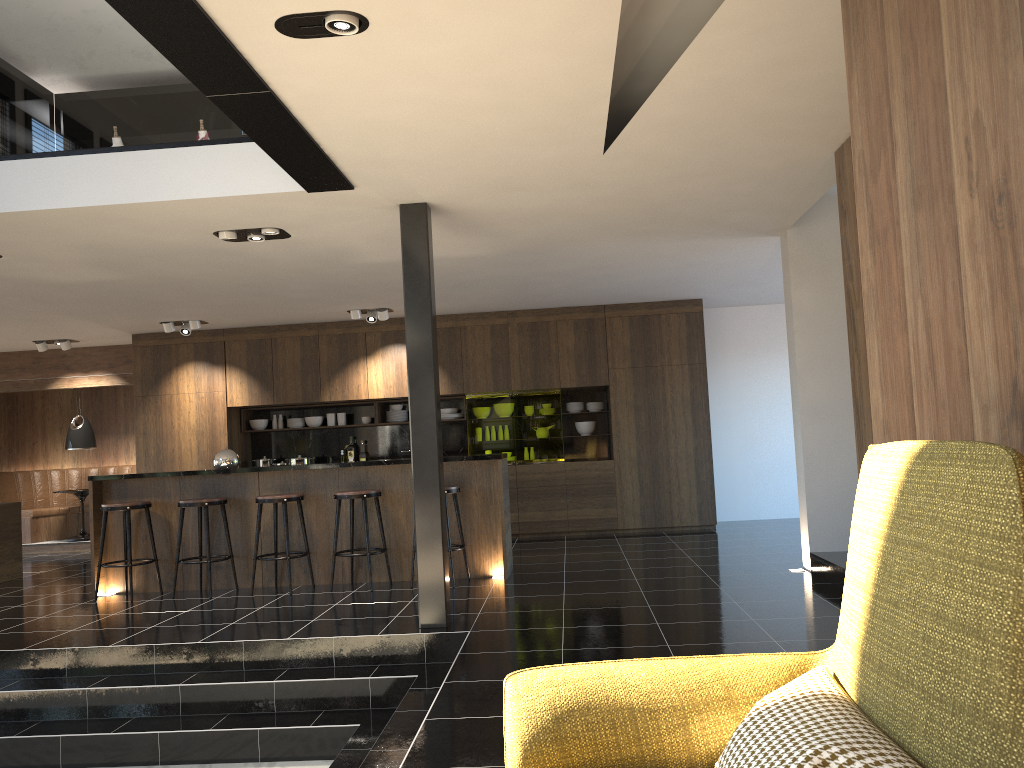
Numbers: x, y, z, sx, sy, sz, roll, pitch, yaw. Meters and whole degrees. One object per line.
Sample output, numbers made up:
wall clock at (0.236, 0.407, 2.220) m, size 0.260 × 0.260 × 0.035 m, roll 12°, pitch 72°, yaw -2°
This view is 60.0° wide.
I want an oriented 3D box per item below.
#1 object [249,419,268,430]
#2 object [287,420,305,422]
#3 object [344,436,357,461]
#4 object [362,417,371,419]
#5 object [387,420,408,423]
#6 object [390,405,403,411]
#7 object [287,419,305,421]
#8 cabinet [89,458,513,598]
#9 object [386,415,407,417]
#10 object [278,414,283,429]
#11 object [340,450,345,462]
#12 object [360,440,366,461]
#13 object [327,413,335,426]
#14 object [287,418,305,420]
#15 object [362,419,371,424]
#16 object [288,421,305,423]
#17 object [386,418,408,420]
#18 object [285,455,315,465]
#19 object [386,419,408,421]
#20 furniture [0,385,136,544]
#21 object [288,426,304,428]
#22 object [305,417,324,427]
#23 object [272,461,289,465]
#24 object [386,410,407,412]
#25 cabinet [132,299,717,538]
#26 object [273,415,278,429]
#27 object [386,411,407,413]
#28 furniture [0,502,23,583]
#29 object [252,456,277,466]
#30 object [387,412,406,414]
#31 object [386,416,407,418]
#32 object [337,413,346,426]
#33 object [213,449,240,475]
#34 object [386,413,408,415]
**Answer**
object at (-3.213, 0.526, 11.266) m, size 0.234 × 0.138 × 0.234 m, roll -3°, pitch -4°, yaw 6°
object at (-2.735, 0.482, 11.229) m, size 0.220 × 0.033 × 0.220 m, roll -3°, pitch -4°, yaw 0°
object at (-2.055, 0.893, 11.258) m, size 0.133 × 0.451 × 0.116 m, roll -3°, pitch -3°, yaw 3°
object at (-1.834, 0.451, 11.182) m, size 0.122 × 0.072 × 0.122 m, roll -5°, pitch -4°, yaw 29°
object at (-1.453, 0.480, 11.227) m, size 0.269 × 0.024 × 0.269 m, roll -6°, pitch -5°, yaw 42°
object at (-1.465, 0.311, 11.236) m, size 0.168 × 0.087 × 0.168 m, roll -5°, pitch -4°, yaw 23°
object at (-2.736, 0.469, 11.230) m, size 0.220 × 0.033 × 0.220 m, roll -3°, pitch -4°, yaw 0°
cabinet at (-1.814, 1.249, 7.834) m, size 3.564 × 0.993 × 0.698 m, roll -3°, pitch -3°, yaw 3°
object at (-1.456, 0.418, 11.230) m, size 0.269 × 0.024 × 0.269 m, roll -6°, pitch -5°, yaw 42°
object at (-2.934, 0.480, 11.250) m, size 0.060 × 0.185 × 0.060 m, roll -1°, pitch -3°, yaw -28°
object at (-2.150, 0.981, 11.256) m, size 0.058 × 0.287 × 0.058 m, roll -4°, pitch -3°, yaw 16°
object at (-1.895, 0.913, 11.255) m, size 0.077 × 0.394 × 0.077 m, roll 0°, pitch -4°, yaw -44°
object at (-2.281, 0.455, 11.187) m, size 0.109 × 0.161 × 0.109 m, roll -2°, pitch -3°, yaw -14°
object at (-2.736, 0.457, 11.230) m, size 0.220 × 0.033 × 0.220 m, roll -3°, pitch -4°, yaw 0°
object at (-1.832, 0.475, 11.181) m, size 0.122 × 0.072 × 0.122 m, roll -5°, pitch -4°, yaw 29°
object at (-2.734, 0.492, 11.228) m, size 0.220 × 0.033 × 0.220 m, roll -3°, pitch -4°, yaw 0°
object at (-1.454, 0.453, 11.229) m, size 0.269 × 0.024 × 0.269 m, roll -6°, pitch -5°, yaw 42°
object at (-2.597, 0.977, 10.874) m, size 0.279 × 0.217 × 0.300 m, roll -6°, pitch -4°, yaw 36°
object at (-1.454, 0.464, 11.228) m, size 0.269 × 0.024 × 0.269 m, roll -6°, pitch -5°, yaw 42°
furniture at (-5.779, 0.960, 12.401) m, size 2.638 × 2.333 × 1.175 m, roll -3°, pitch -3°, yaw 3°
object at (-2.731, 0.550, 11.225) m, size 0.220 × 0.033 × 0.220 m, roll -3°, pitch -4°, yaw 0°
object at (-2.501, 0.487, 11.223) m, size 0.234 × 0.138 × 0.234 m, roll -5°, pitch -4°, yaw 23°
object at (-2.845, 1.027, 11.003) m, size 0.210 × 0.143 × 0.195 m, roll 0°, pitch -4°, yaw -39°
object at (-1.460, 0.354, 11.234) m, size 0.269 × 0.024 × 0.269 m, roll -6°, pitch -5°, yaw 42°
cabinet at (-1.102, 0.564, 10.966) m, size 6.893 × 2.688 × 0.870 m, roll -3°, pitch -3°, yaw 3°
object at (-3.009, 0.485, 11.255) m, size 0.060 × 0.185 × 0.060 m, roll -5°, pitch -4°, yaw 35°
object at (-1.459, 0.363, 11.233) m, size 0.269 × 0.024 × 0.269 m, roll -6°, pitch -5°, yaw 42°
furniture at (-6.450, 1.636, 8.643) m, size 2.609 × 0.821 × 1.366 m, roll -3°, pitch -4°, yaw 3°
object at (-3.097, 1.010, 11.112) m, size 0.255 × 0.217 × 0.236 m, roll 0°, pitch -4°, yaw -39°
object at (-1.458, 0.381, 11.232) m, size 0.269 × 0.024 × 0.269 m, roll -6°, pitch -5°, yaw 42°
object at (-1.456, 0.425, 11.230) m, size 0.269 × 0.024 × 0.269 m, roll -6°, pitch -5°, yaw 42°
object at (-2.147, 0.447, 11.179) m, size 0.109 × 0.161 × 0.109 m, roll -4°, pitch -3°, yaw 16°
object at (-2.483, 0.679, 7.718) m, size 0.227 × 0.228 × 0.227 m, roll -1°, pitch -4°, yaw -36°
object at (-1.458, 0.390, 11.232) m, size 0.269 × 0.024 × 0.269 m, roll -6°, pitch -5°, yaw 42°
